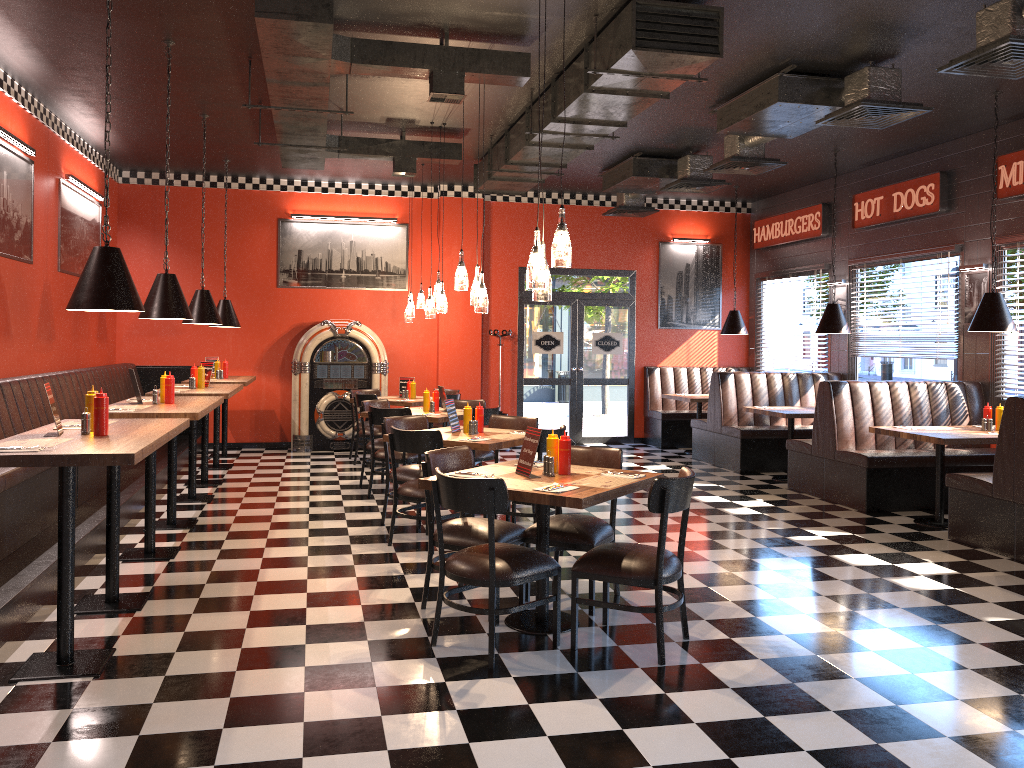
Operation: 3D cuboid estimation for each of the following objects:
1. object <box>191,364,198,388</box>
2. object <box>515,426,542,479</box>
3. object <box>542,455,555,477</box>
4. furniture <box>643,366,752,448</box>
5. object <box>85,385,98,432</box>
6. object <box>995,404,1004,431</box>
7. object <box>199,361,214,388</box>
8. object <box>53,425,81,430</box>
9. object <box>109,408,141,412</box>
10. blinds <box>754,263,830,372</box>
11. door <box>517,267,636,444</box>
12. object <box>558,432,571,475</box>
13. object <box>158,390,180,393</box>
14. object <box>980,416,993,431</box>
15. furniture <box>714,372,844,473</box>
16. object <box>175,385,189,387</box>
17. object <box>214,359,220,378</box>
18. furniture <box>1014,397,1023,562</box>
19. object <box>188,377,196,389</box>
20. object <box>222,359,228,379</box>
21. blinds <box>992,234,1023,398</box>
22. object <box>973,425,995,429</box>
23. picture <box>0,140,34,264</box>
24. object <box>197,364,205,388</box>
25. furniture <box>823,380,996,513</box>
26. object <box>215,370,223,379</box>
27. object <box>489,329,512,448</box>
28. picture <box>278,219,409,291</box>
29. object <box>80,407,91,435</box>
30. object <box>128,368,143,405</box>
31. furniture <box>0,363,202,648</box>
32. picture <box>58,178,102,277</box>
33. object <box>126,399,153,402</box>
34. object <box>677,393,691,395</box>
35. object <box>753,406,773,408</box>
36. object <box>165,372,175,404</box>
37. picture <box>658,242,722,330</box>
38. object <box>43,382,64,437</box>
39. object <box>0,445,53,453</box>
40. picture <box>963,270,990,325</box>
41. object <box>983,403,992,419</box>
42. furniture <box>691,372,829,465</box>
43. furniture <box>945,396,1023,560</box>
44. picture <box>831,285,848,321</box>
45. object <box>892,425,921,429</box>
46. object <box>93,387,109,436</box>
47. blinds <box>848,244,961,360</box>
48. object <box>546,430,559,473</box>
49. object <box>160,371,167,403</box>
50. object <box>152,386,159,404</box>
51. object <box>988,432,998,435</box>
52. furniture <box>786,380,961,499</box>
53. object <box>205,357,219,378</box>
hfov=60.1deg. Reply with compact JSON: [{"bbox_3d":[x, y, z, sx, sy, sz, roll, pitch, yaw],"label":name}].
[{"bbox_3d":[-3.094,-0.080,8.628,0.068,0.238,0.068,1,0,-18],"label":"object"},{"bbox_3d":[0.089,0.362,4.736,0.072,0.257,0.188,1,1,-23],"label":"object"},{"bbox_3d":[0.198,0.424,4.745,0.046,0.136,0.094,1,1,-23],"label":"object"},{"bbox_3d":[2.873,0.323,13.060,1.709,1.154,0.706,0,1,-13],"label":"furniture"},{"bbox_3d":[-2.163,0.126,4.568,0.068,0.238,0.068,0,0,-38],"label":"object"},{"bbox_3d":[4.203,0.284,7.631,0.068,0.238,0.068,1,0,11],"label":"object"},{"bbox_3d":[-3.019,-0.092,8.696,0.188,0.257,0.072,1,1,29],"label":"object"},{"bbox_3d":[-2.297,0.227,4.721,0.255,0.019,0.157,0,3,-16],"label":"object"},{"bbox_3d":[-2.569,0.171,5.820,0.255,0.019,0.157,0,3,-16],"label":"object"},{"bbox_3d":[3.882,-0.792,12.408,0.099,1.634,1.870,1,2,-13],"label":"blinds"},{"bbox_3d":[0.956,-0.406,12.986,1.800,2.572,0.128,0,0,-13],"label":"door"},{"bbox_3d":[0.285,0.371,4.789,0.068,0.238,0.068,1,0,30],"label":"object"},{"bbox_3d":[-3.050,0.065,7.908,0.255,0.019,0.157,0,3,-16],"label":"object"},{"bbox_3d":[4.070,0.336,7.591,0.094,0.136,0.047,1,0,12],"label":"object"},{"bbox_3d":[3.395,0.441,10.730,1.709,1.154,0.706,0,1,-13],"label":"furniture"},{"bbox_3d":[-3.254,0.019,8.805,0.255,0.019,0.157,0,3,-16],"label":"object"},{"bbox_3d":[-3.569,-0.187,10.735,0.068,0.238,0.068,1,0,-19],"label":"object"},{"bbox_3d":[4.439,0.677,6.068,1.709,1.154,0.706,0,1,-13],"label":"furniture"},{"bbox_3d":[-3.070,-0.022,8.510,0.094,0.136,0.046,2,1,42],"label":"object"},{"bbox_3d":[-3.476,-0.186,10.745,0.068,0.238,0.068,1,0,-19],"label":"object"},{"bbox_3d":[4.928,-0.597,7.742,0.101,1.552,1.870,1,2,-13],"label":"blinds"},{"bbox_3d":[4.267,0.381,7.918,0.157,0.019,0.255,0,3,-17],"label":"object"},{"bbox_3d":[-4.181,-1.517,7.216,0.023,0.939,1.771,1,2,-13],"label":"picture"},{"bbox_3d":[-3.011,-0.077,8.583,0.068,0.238,0.068,1,0,-24],"label":"object"},{"bbox_3d":[3.917,0.559,8.399,1.709,1.154,0.706,0,1,-13],"label":"furniture"},{"bbox_3d":[-3.507,-0.129,10.630,0.093,0.136,0.047,0,1,-33],"label":"object"},{"bbox_3d":[-0.174,0.060,12.500,0.374,1.658,0.374,1,0,10],"label":"object"},{"bbox_3d":[-2.318,-1.775,12.238,1.769,0.940,0.023,0,0,-13],"label":"picture"},{"bbox_3d":[-2.142,0.184,4.453,0.046,0.136,0.094,1,1,-22],"label":"object"},{"bbox_3d":[-2.759,0.017,6.492,0.072,0.257,0.188,0,1,-33],"label":"object"},{"bbox_3d":[-3.706,0.512,7.464,1.104,1.149,8.766,0,3,-13],"label":"furniture"},{"bbox_3d":[-4.758,-1.647,9.793,0.023,0.939,1.771,1,2,-13],"label":"picture"},{"bbox_3d":[-2.803,0.123,6.758,0.255,0.019,0.157,0,3,-16],"label":"object"},{"bbox_3d":[2.404,0.144,12.391,0.157,0.019,0.255,0,3,-12],"label":"object"},{"bbox_3d":[2.855,0.262,10.034,0.157,0.019,0.255,0,3,-7],"label":"object"},{"bbox_3d":[-2.528,0.027,6.544,0.068,0.238,0.068,1,0,8],"label":"object"},{"bbox_3d":[2.690,-1.477,13.365,1.023,1.301,0.016,0,0,-13],"label":"picture"},{"bbox_3d":[-2.270,0.123,4.388,0.072,0.257,0.188,1,1,-21],"label":"object"},{"bbox_3d":[-2.094,0.274,3.782,0.255,0.019,0.157,0,3,-16],"label":"object"},{"bbox_3d":[4.677,-0.865,8.923,0.012,0.537,0.351,1,1,-13],"label":"picture"},{"bbox_3d":[4.118,0.281,7.668,0.068,0.238,0.068,1,0,11],"label":"object"},{"bbox_3d":[3.240,0.406,11.419,1.709,1.154,0.706,0,1,-13],"label":"furniture"},{"bbox_3d":[4.284,0.642,6.757,1.709,1.154,0.706,0,1,-13],"label":"furniture"},{"bbox_3d":[4.155,-0.984,11.255,0.012,0.537,0.351,1,1,-13],"label":"picture"},{"bbox_3d":[3.467,0.379,7.749,0.157,0.019,0.255,0,3,-12],"label":"object"},{"bbox_3d":[-2.034,0.136,4.386,0.068,0.238,0.068,0,0,-38],"label":"object"},{"bbox_3d":[4.408,-0.888,10.072,0.100,1.205,1.871,1,2,-13],"label":"blinds"},{"bbox_3d":[0.223,0.367,4.859,0.068,0.238,0.068,1,0,2],"label":"object"},{"bbox_3d":[-2.590,0.023,6.614,0.068,0.238,0.068,1,0,-4],"label":"object"},{"bbox_3d":[-2.616,0.080,6.500,0.046,0.136,0.094,1,1,-23],"label":"object"},{"bbox_3d":[4.017,0.409,7.257,0.157,0.019,0.255,0,3,-14],"label":"object"},{"bbox_3d":[3.762,0.524,9.088,1.709,1.154,0.706,0,1,-13],"label":"furniture"},{"bbox_3d":[-3.642,-0.201,10.805,0.072,0.257,0.188,1,1,37],"label":"object"}]
